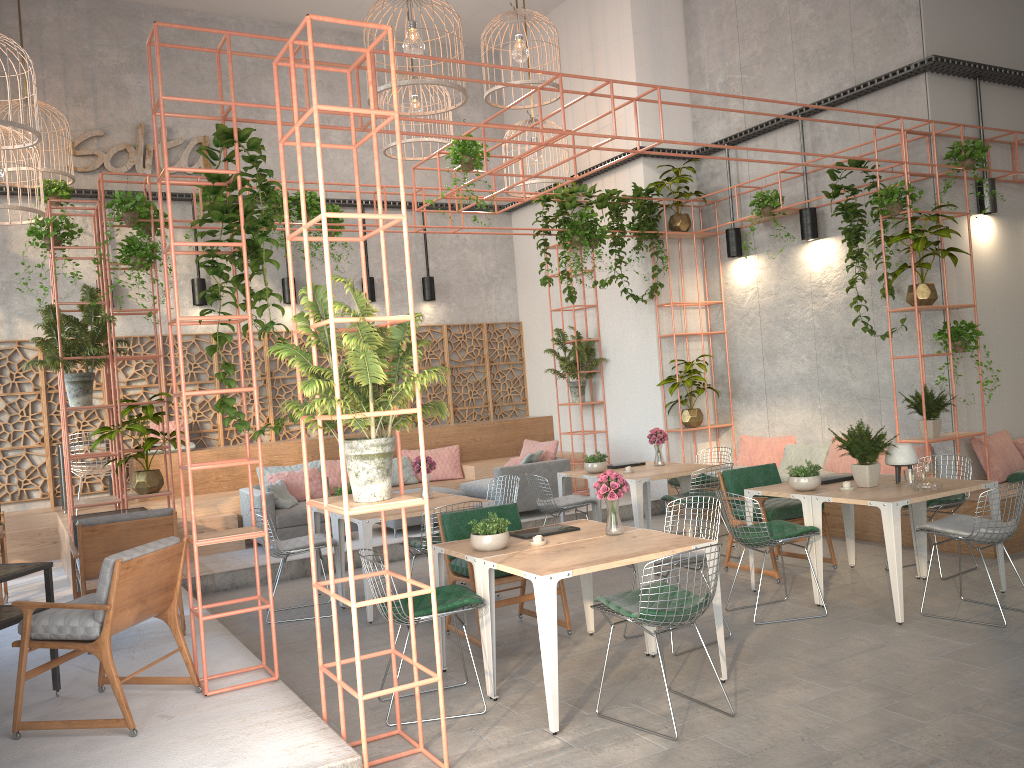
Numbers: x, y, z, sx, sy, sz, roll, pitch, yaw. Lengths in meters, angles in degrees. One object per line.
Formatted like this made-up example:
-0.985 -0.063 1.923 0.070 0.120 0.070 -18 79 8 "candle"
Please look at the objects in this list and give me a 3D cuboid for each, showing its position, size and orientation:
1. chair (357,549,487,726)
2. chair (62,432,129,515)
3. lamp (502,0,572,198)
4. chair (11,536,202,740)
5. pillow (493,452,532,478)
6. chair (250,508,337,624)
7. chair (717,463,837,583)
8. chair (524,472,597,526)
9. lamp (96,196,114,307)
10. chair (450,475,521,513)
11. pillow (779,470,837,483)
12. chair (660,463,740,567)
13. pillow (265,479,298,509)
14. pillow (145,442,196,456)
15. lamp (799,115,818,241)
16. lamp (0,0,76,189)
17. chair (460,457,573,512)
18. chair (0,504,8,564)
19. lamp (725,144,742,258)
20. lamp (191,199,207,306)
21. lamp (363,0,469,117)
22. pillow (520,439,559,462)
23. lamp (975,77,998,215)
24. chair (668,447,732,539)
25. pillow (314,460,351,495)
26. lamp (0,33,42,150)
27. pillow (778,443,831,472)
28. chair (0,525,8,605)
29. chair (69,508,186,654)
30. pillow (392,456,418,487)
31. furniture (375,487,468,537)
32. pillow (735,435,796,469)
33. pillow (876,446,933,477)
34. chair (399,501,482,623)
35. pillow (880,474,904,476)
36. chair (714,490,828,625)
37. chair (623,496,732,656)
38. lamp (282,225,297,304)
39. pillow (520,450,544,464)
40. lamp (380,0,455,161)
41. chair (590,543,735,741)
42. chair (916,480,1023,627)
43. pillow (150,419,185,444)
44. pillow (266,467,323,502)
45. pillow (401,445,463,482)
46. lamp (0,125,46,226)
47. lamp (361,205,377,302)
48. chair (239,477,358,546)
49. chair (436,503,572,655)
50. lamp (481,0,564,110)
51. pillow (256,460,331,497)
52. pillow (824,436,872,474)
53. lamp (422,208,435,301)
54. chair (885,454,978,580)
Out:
-0.502 1.406 5.164 0.717 0.941 0.565 -4 0 -13 "chair"
-4.300 0.956 9.197 0.565 0.941 0.717 -4 0 -21 "chair"
0.218 -4.309 11.790 0.883 3.476 0.883 -4 0 23 "lamp"
-2.217 1.357 4.874 0.685 0.914 0.722 -4 0 10 "chair"
0.031 1.060 11.571 0.479 0.317 0.441 -4 0 42 "pillow"
-1.856 1.514 7.660 0.717 0.941 0.565 -4 0 -13 "chair"
2.325 1.197 7.860 0.722 0.917 0.685 -4 0 -30 "chair"
0.517 1.333 9.008 0.717 0.941 0.565 -4 0 -13 "chair"
-5.275 -1.696 11.399 0.185 1.436 0.185 -4 0 11 "lamp"
-0.249 1.391 8.582 0.717 0.941 0.565 -4 0 -28 "chair"
3.269 1.049 9.964 0.491 0.149 0.637 -4 0 -29 "pillow"
1.815 1.233 8.602 0.565 0.941 0.717 -4 0 -33 "chair"
-2.632 1.277 10.227 0.307 0.324 0.499 -4 0 6 "pillow"
-4.405 0.826 11.309 0.637 0.149 0.491 -4 0 -29 "pillow"
3.360 -2.368 10.160 0.185 1.425 0.179 -4 0 -30 "lamp"
-5.766 -4.137 10.444 0.883 3.476 0.883 -4 0 23 "lamp"
0.039 1.308 11.308 1.052 0.672 1.127 -4 0 -30 "chair"
-5.760 1.628 9.364 0.722 0.929 0.685 -4 0 -30 "chair"
2.766 -2.320 11.211 0.185 1.425 0.179 -4 0 -30 "lamp"
-4.264 -1.773 11.974 0.185 1.436 0.185 -4 0 11 "lamp"
-0.959 -4.224 7.806 0.883 3.476 0.883 -4 0 23 "lamp"
0.316 0.973 11.600 0.273 0.476 0.836 -4 0 -29 "pillow"
4.907 -2.488 9.251 0.179 1.425 0.185 -4 0 -30 "lamp"
2.124 1.211 9.931 0.717 0.941 0.565 -4 0 -28 "chair"
-2.241 1.219 11.905 0.839 0.474 0.276 -4 0 -39 "pillow"
-4.805 -3.928 7.867 0.883 3.476 0.883 -4 0 23 "lamp"
3.443 0.898 10.452 0.289 0.385 0.666 -4 0 -34 "pillow"
-4.795 1.552 7.657 0.722 0.929 0.685 -4 0 -30 "chair"
-2.851 1.401 6.581 0.722 0.929 0.685 -4 0 -30 "chair"
-1.644 1.220 12.217 0.666 0.385 0.289 -4 0 -34 "pillow"
-1.163 1.512 10.743 0.975 0.446 0.941 -4 0 -30 "furniture"
3.142 0.874 11.021 0.276 0.474 0.839 -4 0 -39 "pillow"
4.073 0.848 9.336 0.289 0.385 0.666 -4 0 -34 "pillow"
-0.557 1.413 7.253 0.565 0.941 0.717 -4 0 -33 "chair"
3.769 1.010 9.079 0.491 0.149 0.637 -4 0 -29 "pillow"
1.905 1.223 6.553 0.717 0.941 0.565 -4 0 -13 "chair"
1.105 1.284 6.087 0.717 0.941 0.565 -4 0 -28 "chair"
-3.202 -1.854 12.578 0.185 1.436 0.185 -4 0 11 "lamp"
0.203 1.027 11.152 0.308 0.349 0.495 -4 0 20 "pillow"
-1.283 -4.614 10.982 0.883 3.476 0.883 -4 0 23 "lamp"
0.797 1.306 4.758 0.565 0.941 0.717 -4 0 -33 "chair"
3.203 1.122 6.146 0.565 0.941 0.717 -4 0 -33 "chair"
-4.483 0.626 11.594 0.499 0.324 0.307 -4 0 -14 "pillow"
-2.578 1.224 10.605 0.666 0.385 0.289 -4 0 -29 "pillow"
-1.130 1.135 12.536 0.839 0.474 0.276 -4 0 -9 "pillow"
-5.407 -3.444 9.094 0.883 3.476 0.883 -4 0 23 "lamp"
-2.171 -1.932 13.164 0.185 1.436 0.185 -4 0 11 "lamp"
-2.487 1.457 10.341 1.127 0.586 1.056 -4 0 -30 "chair"
-0.082 1.380 6.472 0.722 0.917 0.685 -4 0 -30 "chair"
0.000 -4.932 9.885 0.883 3.476 0.883 -4 0 23 "lamp"
-2.643 1.197 10.742 0.839 0.474 0.276 -4 0 -29 "pillow"
3.734 0.826 9.885 0.276 0.474 0.839 -4 0 -9 "pillow"
-1.321 -1.997 13.647 0.179 1.436 0.185 -4 0 -30 "lamp"
3.511 1.101 7.475 0.717 0.941 0.565 -4 0 -28 "chair"
